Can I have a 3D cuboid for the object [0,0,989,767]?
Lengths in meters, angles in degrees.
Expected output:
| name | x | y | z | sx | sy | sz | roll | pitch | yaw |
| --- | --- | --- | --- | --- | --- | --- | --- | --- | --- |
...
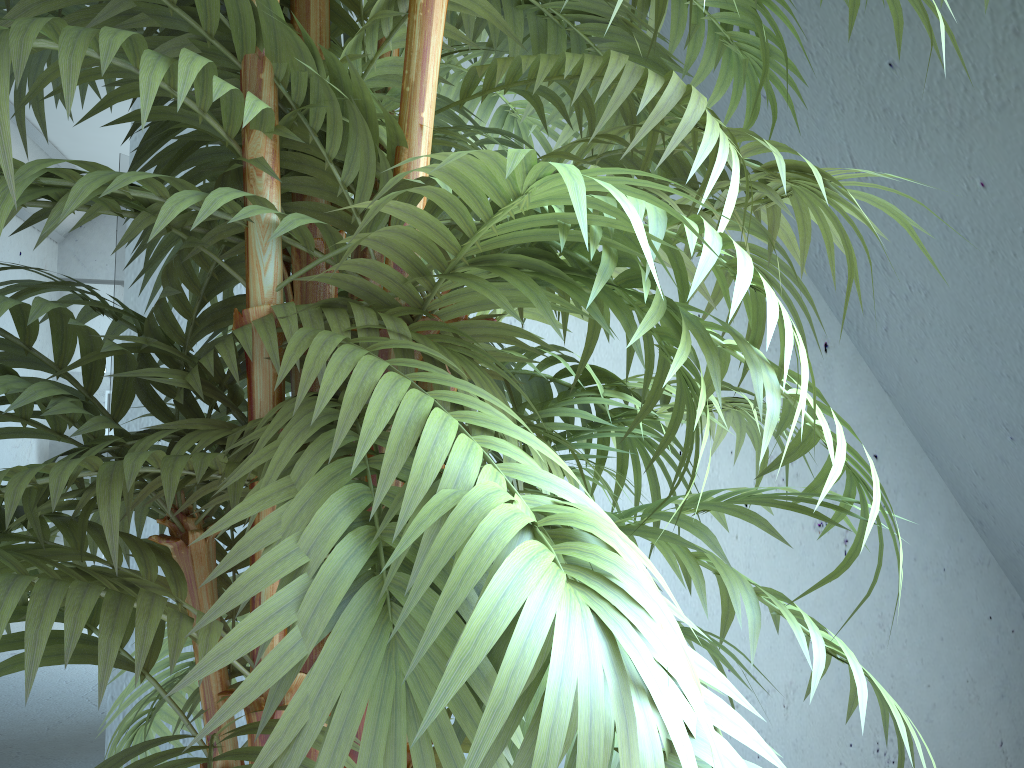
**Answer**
| name | x | y | z | sx | sy | sz | roll | pitch | yaw |
| --- | --- | --- | --- | --- | --- | --- | --- | --- | --- |
| object | -0.116 | -0.126 | 0.648 | 0.980 | 2.034 | 1.020 | -1 | -4 | 37 |
